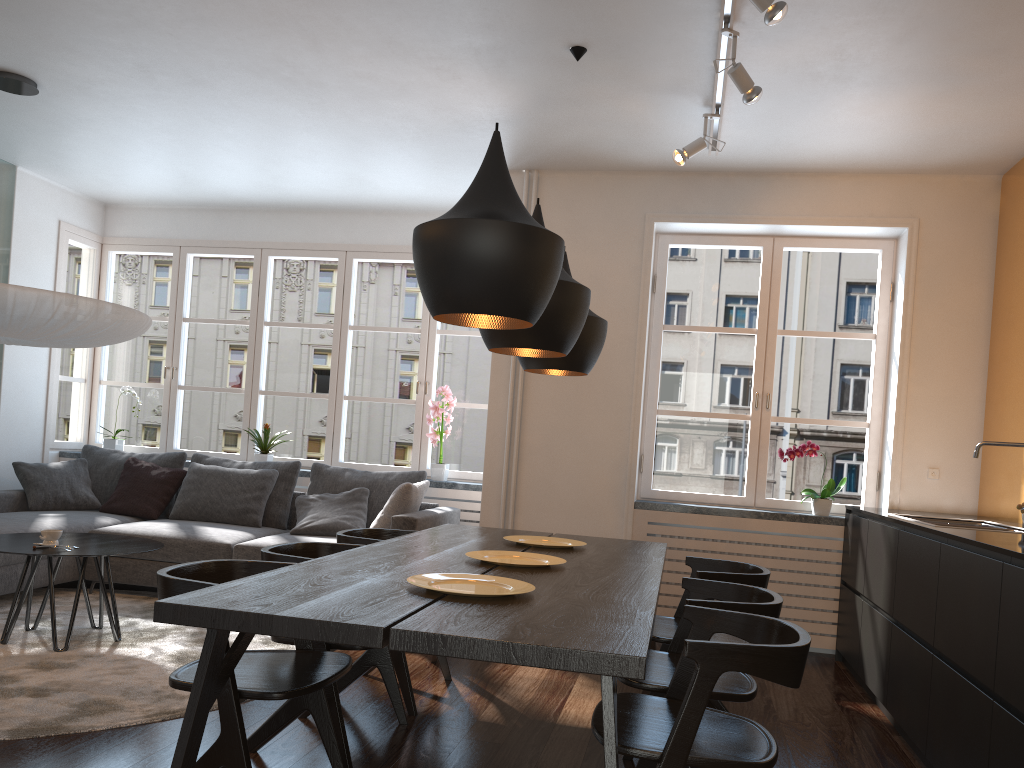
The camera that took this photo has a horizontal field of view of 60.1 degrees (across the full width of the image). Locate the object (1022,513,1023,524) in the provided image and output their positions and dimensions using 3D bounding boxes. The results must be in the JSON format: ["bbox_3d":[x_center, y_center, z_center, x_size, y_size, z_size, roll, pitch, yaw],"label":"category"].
[{"bbox_3d":[1.722,0.465,2.776,0.219,0.097,0.218,6,-4,-31],"label":"object"}]

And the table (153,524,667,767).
[{"bbox_3d":[-0.052,0.960,3.092,1.105,0.678,2.509,4,-4,11],"label":"table"}]

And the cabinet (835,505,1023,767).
[{"bbox_3d":[1.752,0.946,2.504,0.732,0.898,5.081,4,-4,11],"label":"cabinet"}]

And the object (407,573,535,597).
[{"bbox_3d":[-0.113,0.559,2.445,0.355,0.016,0.357,3,-4,14],"label":"object"}]

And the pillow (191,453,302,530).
[{"bbox_3d":[-1.908,0.741,6.147,0.838,0.474,0.277,3,-1,11],"label":"pillow"}]

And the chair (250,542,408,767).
[{"bbox_3d":[-0.627,0.926,3.124,0.519,0.670,0.595,4,-2,12],"label":"chair"}]

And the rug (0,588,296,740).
[{"bbox_3d":[-2.303,1.213,4.175,2.839,0.012,2.842,5,-4,-9],"label":"rug"}]

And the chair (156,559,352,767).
[{"bbox_3d":[-0.743,0.873,2.523,0.519,0.670,0.594,4,-2,9],"label":"chair"}]

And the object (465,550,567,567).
[{"bbox_3d":[0.013,0.616,3.100,0.356,0.016,0.356,5,-4,-8],"label":"object"}]

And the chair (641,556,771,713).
[{"bbox_3d":[0.737,1.054,3.535,0.519,0.670,0.594,4,-2,7],"label":"chair"}]

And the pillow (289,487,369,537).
[{"bbox_3d":[-1.183,0.825,5.750,0.492,0.321,0.445,4,-3,-7],"label":"pillow"}]

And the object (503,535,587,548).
[{"bbox_3d":[0.139,0.673,3.756,0.355,0.016,0.357,3,-4,14],"label":"object"}]

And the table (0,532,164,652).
[{"bbox_3d":[-2.141,0.998,4.245,0.846,0.472,0.850,3,-3,13],"label":"table"}]

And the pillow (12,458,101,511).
[{"bbox_3d":[-3.117,0.687,6.064,0.517,0.359,0.346,6,-3,-40],"label":"pillow"}]

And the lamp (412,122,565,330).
[{"bbox_3d":[-0.059,-0.437,2.396,0.412,0.540,0.410,5,-2,-31],"label":"lamp"}]

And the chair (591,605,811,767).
[{"bbox_3d":[0.459,0.939,2.245,0.519,0.670,0.595,4,-2,11],"label":"chair"}]

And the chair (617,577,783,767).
[{"bbox_3d":[0.574,0.991,2.842,0.519,0.670,0.594,4,-2,9],"label":"chair"}]

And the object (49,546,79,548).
[{"bbox_3d":[-2.062,0.749,4.072,0.124,0.010,0.026,6,-4,-23],"label":"object"}]

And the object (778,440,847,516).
[{"bbox_3d":[1.748,0.548,5.173,0.406,0.437,0.229,5,-1,-13],"label":"object"}]

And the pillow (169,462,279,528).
[{"bbox_3d":[-1.950,0.754,6.010,0.666,0.397,0.293,4,-2,11],"label":"pillow"}]

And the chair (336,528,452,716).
[{"bbox_3d":[-0.503,0.984,3.796,0.519,0.670,0.595,4,-2,10],"label":"chair"}]

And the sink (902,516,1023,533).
[{"bbox_3d":[1.770,0.485,2.641,0.481,0.243,3.426,4,-4,10],"label":"sink"}]

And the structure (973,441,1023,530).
[{"bbox_3d":[2.185,0.449,3.920,0.265,0.385,0.110,3,0,27],"label":"structure"}]

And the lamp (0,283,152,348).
[{"bbox_3d":[-2.652,-0.330,4.561,1.475,0.209,1.468,8,-6,-42],"label":"lamp"}]

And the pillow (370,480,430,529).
[{"bbox_3d":[-0.705,0.795,5.435,0.286,0.414,0.495,4,-2,10],"label":"pillow"}]

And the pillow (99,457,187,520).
[{"bbox_3d":[-2.544,0.717,6.100,0.520,0.403,0.312,4,-2,13],"label":"pillow"}]

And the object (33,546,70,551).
[{"bbox_3d":[-2.070,0.739,3.977,0.168,0.015,0.015,4,-2,-2],"label":"object"}]

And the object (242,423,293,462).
[{"bbox_3d":[-1.818,0.455,6.592,0.377,0.328,0.323,5,-2,-14],"label":"object"}]

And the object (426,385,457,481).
[{"bbox_3d":[-0.520,0.350,6.355,0.201,0.690,0.297,4,-1,-10],"label":"object"}]

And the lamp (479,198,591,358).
[{"bbox_3d":[0.073,-0.378,3.081,0.411,0.540,0.411,4,-2,-13],"label":"lamp"}]

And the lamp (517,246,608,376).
[{"bbox_3d":[0.206,-0.318,3.767,0.410,0.540,0.412,3,-2,44],"label":"lamp"}]

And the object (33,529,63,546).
[{"bbox_3d":[-2.154,0.714,4.096,0.091,0.069,0.139,3,-4,23],"label":"object"}]

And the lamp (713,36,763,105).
[{"bbox_3d":[0.894,-1.240,3.470,0.252,0.238,0.085,6,-1,-38],"label":"lamp"}]

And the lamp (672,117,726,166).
[{"bbox_3d":[0.910,-1.176,4.306,0.250,0.240,0.085,4,0,-2],"label":"lamp"}]

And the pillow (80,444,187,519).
[{"bbox_3d":[-2.762,0.693,6.302,0.835,0.478,0.276,3,-1,11],"label":"pillow"}]

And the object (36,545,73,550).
[{"bbox_3d":[-2.081,0.741,4.018,0.164,0.016,0.025,5,-3,-14],"label":"object"}]

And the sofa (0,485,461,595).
[{"bbox_3d":[-2.045,0.983,5.278,3.064,0.671,2.046,3,-4,11],"label":"sofa"}]

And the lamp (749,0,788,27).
[{"bbox_3d":[0.781,-1.293,2.840,0.251,0.239,0.085,5,-1,-23],"label":"lamp"}]

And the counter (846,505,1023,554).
[{"bbox_3d":[1.785,0.498,2.504,0.731,0.002,5.078,3,-4,11],"label":"counter"}]

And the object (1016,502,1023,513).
[{"bbox_3d":[1.709,0.425,2.767,0.178,0.173,0.240,4,-3,-4],"label":"object"}]

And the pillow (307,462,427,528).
[{"bbox_3d":[-1.015,0.794,5.964,0.835,0.476,0.276,3,-1,11],"label":"pillow"}]
